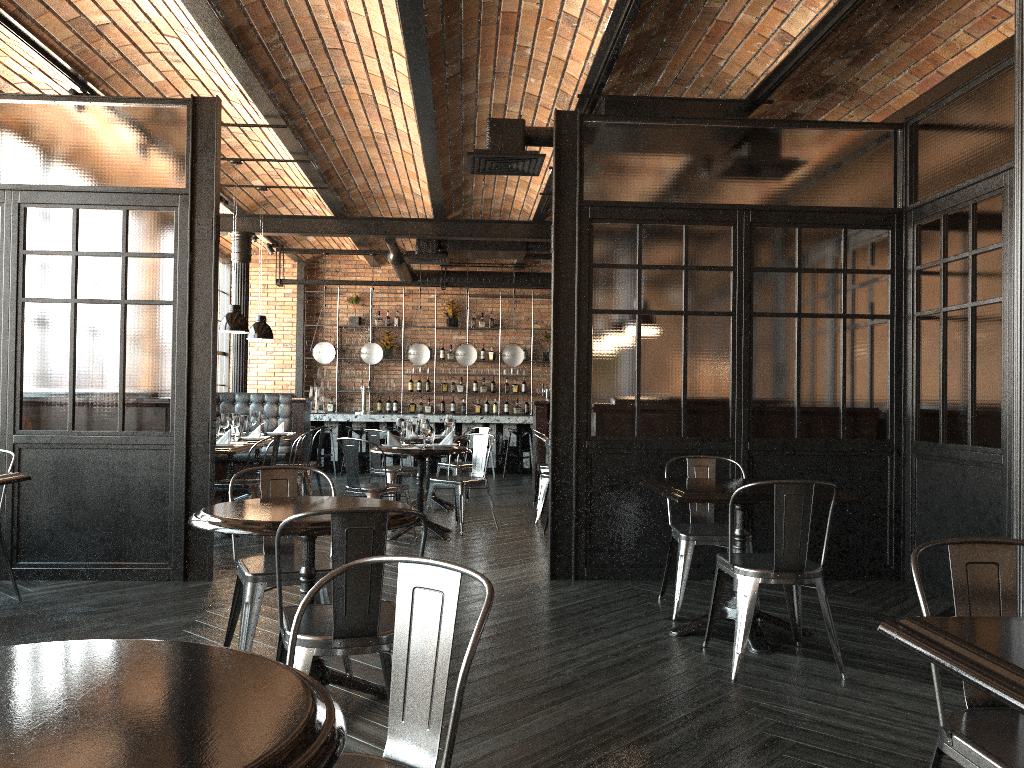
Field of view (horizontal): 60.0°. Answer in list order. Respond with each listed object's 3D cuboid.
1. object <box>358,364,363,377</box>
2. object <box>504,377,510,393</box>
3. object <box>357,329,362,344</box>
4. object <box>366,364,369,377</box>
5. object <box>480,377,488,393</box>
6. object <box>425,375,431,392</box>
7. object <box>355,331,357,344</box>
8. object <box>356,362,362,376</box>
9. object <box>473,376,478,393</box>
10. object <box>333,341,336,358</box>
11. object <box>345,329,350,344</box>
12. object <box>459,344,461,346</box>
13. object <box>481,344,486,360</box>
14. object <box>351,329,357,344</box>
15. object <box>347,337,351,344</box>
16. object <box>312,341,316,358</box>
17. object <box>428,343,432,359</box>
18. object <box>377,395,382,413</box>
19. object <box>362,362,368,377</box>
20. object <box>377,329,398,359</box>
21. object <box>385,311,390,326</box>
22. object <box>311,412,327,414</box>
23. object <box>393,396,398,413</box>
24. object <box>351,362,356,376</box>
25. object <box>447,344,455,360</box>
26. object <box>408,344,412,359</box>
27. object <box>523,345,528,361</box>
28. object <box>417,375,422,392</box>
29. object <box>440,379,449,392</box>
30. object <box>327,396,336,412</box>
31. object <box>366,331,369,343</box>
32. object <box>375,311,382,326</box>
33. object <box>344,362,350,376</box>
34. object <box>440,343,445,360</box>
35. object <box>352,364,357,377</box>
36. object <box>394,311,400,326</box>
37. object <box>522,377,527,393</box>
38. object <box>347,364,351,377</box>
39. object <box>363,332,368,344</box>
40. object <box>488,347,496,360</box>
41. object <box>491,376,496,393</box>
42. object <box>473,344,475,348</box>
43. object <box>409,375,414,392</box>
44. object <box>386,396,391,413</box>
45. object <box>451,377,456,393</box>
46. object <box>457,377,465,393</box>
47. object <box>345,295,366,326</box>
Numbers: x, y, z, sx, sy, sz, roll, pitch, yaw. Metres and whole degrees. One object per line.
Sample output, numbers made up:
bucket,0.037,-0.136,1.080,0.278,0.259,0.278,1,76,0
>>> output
object,-2.671,-0.251,15.613,0.092,0.244,0.092,1,-1,3
object,-0.091,0.026,15.673,0.083,0.282,0.083,1,-1,-18
object,-2.654,-0.827,15.457,0.092,0.244,0.092,1,-1,3
object,-2.567,-0.250,15.618,0.092,0.244,0.092,1,-1,3
object,-0.501,0.022,15.638,0.123,0.279,0.123,1,-1,-14
object,-1.476,-0.002,15.603,0.086,0.297,0.086,2,-1,-44
object,-2.762,-0.826,15.617,0.092,0.244,0.092,1,-1,3
object,-2.662,-0.254,15.448,0.092,0.244,0.092,1,-1,3
object,-0.643,0.010,15.652,0.086,0.298,0.086,2,-1,-44
object,-3.123,-0.596,15.523,0.086,0.299,0.086,2,-1,-44
object,-2.863,-0.830,15.446,0.092,0.244,0.092,1,-1,3
object,-0.919,-0.557,15.638,0.083,0.282,0.083,1,-1,-3
object,-0.510,-0.559,15.691,0.086,0.298,0.086,2,-1,-44
object,-2.753,-0.828,15.452,0.092,0.244,0.092,1,-1,3
object,-2.872,-0.827,15.611,0.092,0.244,0.092,1,-1,3
object,-3.457,-0.600,15.533,0.086,0.298,0.086,2,-1,-44
object,-1.455,-0.571,15.623,0.086,0.298,0.086,2,-1,-44
object,-2.319,0.351,15.555,0.086,0.299,0.086,2,-1,-44
object,-2.558,-0.252,15.454,0.092,0.244,0.092,1,-1,3
object,-2.165,-0.695,15.545,0.430,0.526,0.425,1,-1,9
object,-2.183,-1.147,15.579,0.083,0.282,0.083,1,-1,-18
object,-3.050,0.453,13.800,0.273,0.019,0.437,1,-1,-3
object,-2.044,0.354,15.571,0.086,0.298,0.086,2,-1,-44
object,-2.761,-0.255,15.443,0.092,0.244,0.092,1,-1,3
object,-1.079,-0.557,15.615,0.123,0.279,0.123,1,-1,-14
object,-1.786,-0.569,15.591,0.083,0.282,0.083,1,-1,-18
object,0.231,-0.548,15.702,0.086,0.297,0.086,2,-1,-44
object,-1.629,-0.004,15.623,0.086,0.298,0.086,2,-1,-44
object,-1.188,0.029,15.614,0.151,0.248,0.094,1,-1,-14
object,-3.154,0.349,15.491,0.123,0.279,0.123,1,-1,11
object,-2.560,-0.823,15.627,0.092,0.244,0.092,1,-1,3
object,-2.340,-1.147,15.572,0.123,0.279,0.123,1,-1,-14
object,-2.871,-0.257,15.437,0.092,0.244,0.092,1,-1,3
object,-1.221,-0.569,15.629,0.086,0.298,0.086,2,-1,-44
object,-2.770,-0.253,15.608,0.092,0.244,0.092,1,-1,3
object,-2.017,-1.145,15.588,0.083,0.282,0.083,1,-1,12
object,0.216,0.023,15.703,0.086,0.298,0.086,2,-1,-44
object,-2.879,-0.254,15.602,0.092,0.244,0.092,1,-1,3
object,-2.551,-0.825,15.463,0.092,0.244,0.092,1,-1,3
object,-0.349,-0.531,15.667,0.151,0.248,0.094,0,-1,26
object,-0.333,0.014,15.664,0.086,0.299,0.086,2,-1,-44
object,-0.673,-0.562,15.654,0.086,0.299,0.086,2,-1,-44
object,-1.773,-0.005,15.590,0.086,0.299,0.086,2,-1,-44
object,-2.163,0.352,15.589,0.086,0.298,0.086,2,-1,-44
object,-1.034,0.013,15.623,0.083,0.282,0.083,1,-1,-3
object,-0.895,0.017,15.617,0.123,0.279,0.123,1,-1,11
object,-2.750,-1.290,15.576,0.377,0.554,0.422,1,-1,-15
